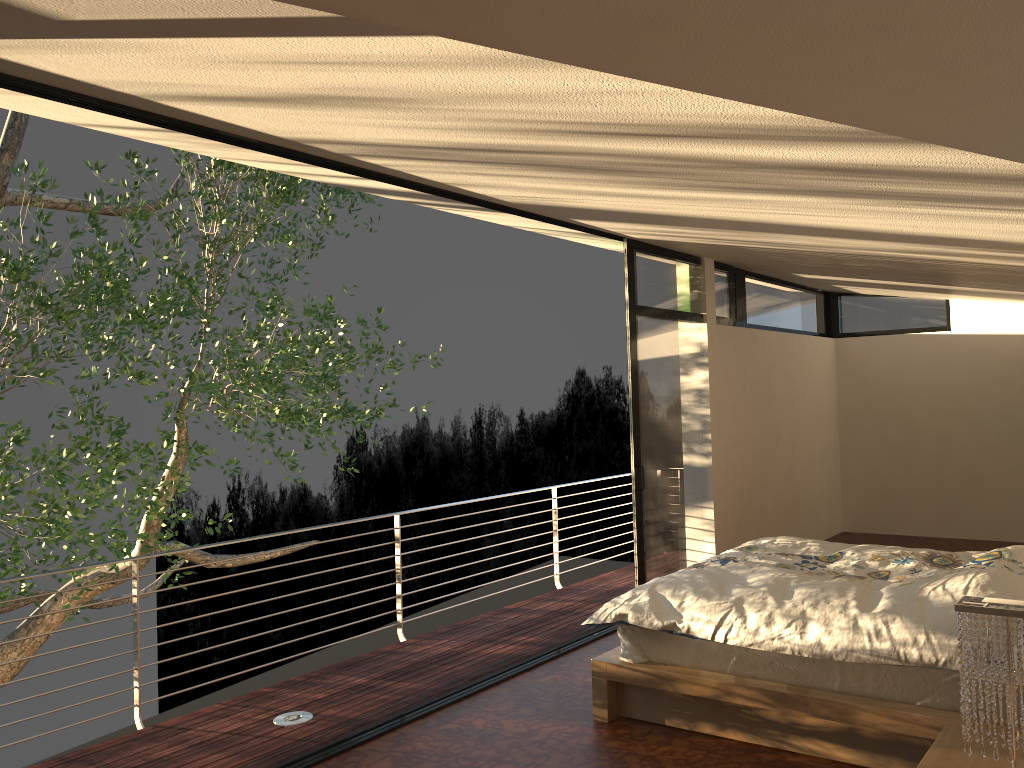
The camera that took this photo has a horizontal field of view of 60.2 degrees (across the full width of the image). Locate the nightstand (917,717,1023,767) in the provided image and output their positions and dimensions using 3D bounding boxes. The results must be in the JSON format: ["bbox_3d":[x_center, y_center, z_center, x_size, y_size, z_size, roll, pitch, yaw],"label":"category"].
[{"bbox_3d":[1.408,1.272,2.475,0.461,0.347,0.801,-3,-2,37],"label":"nightstand"}]

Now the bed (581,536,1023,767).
[{"bbox_3d":[1.712,1.112,4.123,2.081,0.712,1.890,-3,-1,36],"label":"bed"}]

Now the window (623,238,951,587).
[{"bbox_3d":[2.812,0.157,3.150,6.615,2.514,10.659,-3,-1,36],"label":"window"}]

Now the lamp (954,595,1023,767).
[{"bbox_3d":[1.315,0.947,2.340,0.252,0.730,0.168,-3,-2,36],"label":"lamp"}]
